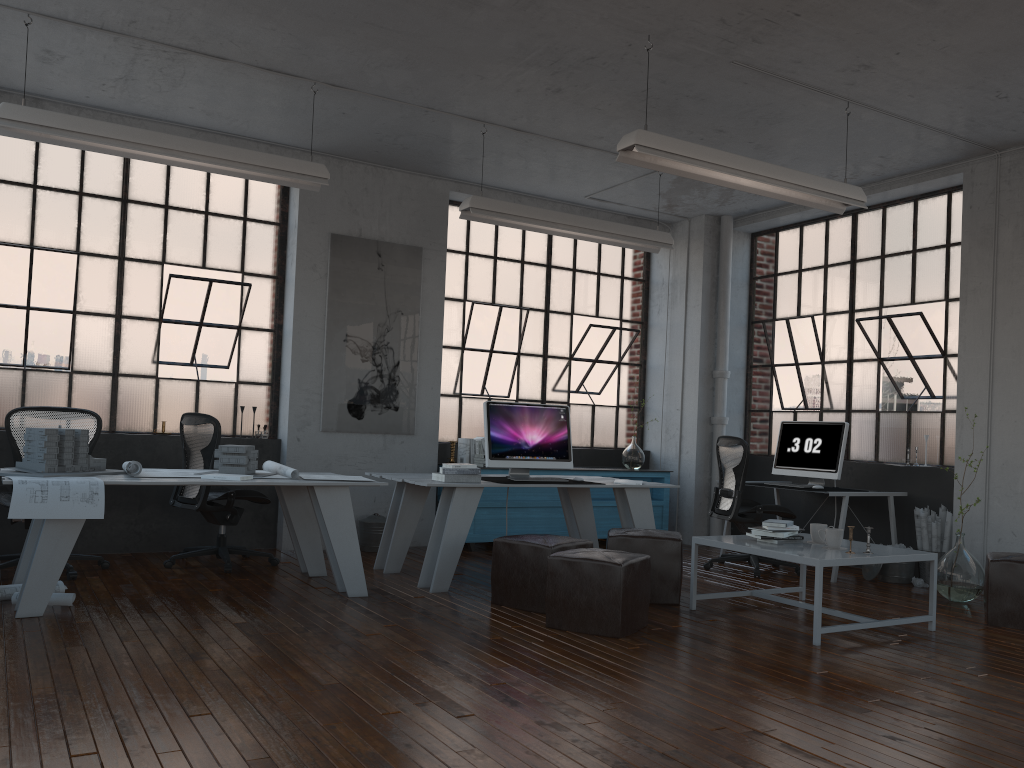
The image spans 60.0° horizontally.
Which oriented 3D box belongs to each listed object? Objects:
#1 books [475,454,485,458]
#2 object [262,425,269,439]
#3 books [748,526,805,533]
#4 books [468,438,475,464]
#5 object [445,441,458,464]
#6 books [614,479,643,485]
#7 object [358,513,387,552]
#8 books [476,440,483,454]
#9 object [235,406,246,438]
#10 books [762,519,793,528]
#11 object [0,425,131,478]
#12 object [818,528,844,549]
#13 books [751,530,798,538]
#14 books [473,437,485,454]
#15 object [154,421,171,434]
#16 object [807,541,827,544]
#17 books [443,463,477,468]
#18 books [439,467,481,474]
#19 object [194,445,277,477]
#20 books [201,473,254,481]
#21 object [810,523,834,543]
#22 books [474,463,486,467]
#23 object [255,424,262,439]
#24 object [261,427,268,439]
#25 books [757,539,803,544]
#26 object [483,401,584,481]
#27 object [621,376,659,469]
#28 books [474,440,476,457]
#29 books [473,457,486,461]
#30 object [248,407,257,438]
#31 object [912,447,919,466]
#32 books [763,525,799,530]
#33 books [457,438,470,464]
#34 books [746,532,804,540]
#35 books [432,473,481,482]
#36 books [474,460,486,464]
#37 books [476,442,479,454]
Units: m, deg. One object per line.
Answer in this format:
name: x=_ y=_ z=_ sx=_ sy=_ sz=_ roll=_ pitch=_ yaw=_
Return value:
books: x=-0.186 y=0.645 z=7.878 sx=0.240 sy=0.028 sz=0.191 roll=4 pitch=-3 yaw=-28
object: x=-2.026 y=0.392 z=7.280 sx=0.058 sy=0.117 sz=0.032 roll=3 pitch=-2 yaw=-16
books: x=1.598 y=0.877 z=5.360 sx=0.275 sy=0.014 sz=0.200 roll=4 pitch=-3 yaw=-30
books: x=-0.395 y=0.612 z=8.008 sx=0.053 sy=0.240 sz=0.172 roll=3 pitch=-2 yaw=-30
object: x=-0.537 y=0.612 z=8.001 sx=0.132 sy=0.236 sz=0.132 roll=2 pitch=-2 yaw=26
books: x=0.865 y=0.730 z=6.585 sx=0.205 sy=0.019 sz=0.244 roll=2 pitch=-3 yaw=10
object: x=-1.140 y=1.235 z=7.413 sx=0.292 sy=0.307 sz=0.293 roll=2 pitch=-2 yaw=-2
books: x=-0.315 y=0.623 z=8.056 sx=0.065 sy=0.224 sz=0.161 roll=3 pitch=-2 yaw=-30
object: x=-2.204 y=0.310 z=7.230 sx=0.085 sy=0.259 sz=0.085 roll=2 pitch=-2 yaw=23
books: x=1.596 y=0.837 z=5.325 sx=0.141 sy=0.026 sz=0.202 roll=1 pitch=-3 yaw=30
object: x=-2.562 y=0.360 z=5.051 sx=0.433 sy=0.305 sz=0.737 roll=2 pitch=-3 yaw=15
object: x=1.850 y=0.894 z=5.121 sx=0.129 sy=0.109 sz=0.101 roll=3 pitch=-2 yaw=-22
books: x=1.588 y=0.895 z=5.357 sx=0.200 sy=0.031 sz=0.272 roll=0 pitch=-4 yaw=35
books: x=-0.255 y=0.625 z=8.096 sx=0.170 sy=0.284 sz=0.176 roll=3 pitch=-2 yaw=-30
object: x=-2.718 y=0.341 z=6.915 sx=0.124 sy=0.100 sz=0.124 roll=3 pitch=-2 yaw=-8
object: x=1.867 y=0.963 z=5.394 sx=0.137 sy=0.003 sz=0.137 roll=3 pitch=-3 yaw=-9
books: x=-0.353 y=0.550 z=5.952 sx=0.185 sy=0.030 sz=0.153 roll=4 pitch=-3 yaw=-30
books: x=-0.348 y=0.581 z=5.937 sx=0.257 sy=0.044 sz=0.193 roll=3 pitch=-3 yaw=-10
object: x=-1.733 y=0.481 z=5.611 sx=0.416 sy=0.182 sz=0.389 roll=2 pitch=-3 yaw=0
books: x=-1.672 y=0.547 z=5.215 sx=0.235 sy=0.024 sz=0.200 roll=2 pitch=-3 yaw=6
object: x=1.879 y=0.910 z=5.401 sx=0.129 sy=0.109 sz=0.101 roll=3 pitch=-2 yaw=-22
books: x=-0.182 y=0.721 z=7.882 sx=0.259 sy=0.032 sz=0.191 roll=4 pitch=-3 yaw=-28
object: x=-2.090 y=0.390 z=7.308 sx=0.058 sy=0.117 sz=0.032 roll=2 pitch=-2 yaw=21
object: x=-2.052 y=0.402 z=7.350 sx=0.058 sy=0.102 sz=0.032 roll=2 pitch=-2 yaw=5
books: x=1.619 y=0.942 z=5.362 sx=0.218 sy=0.028 sz=0.171 roll=4 pitch=-3 yaw=-30
object: x=0.158 y=0.414 z=6.398 sx=0.714 sy=0.552 sz=0.377 roll=4 pitch=-2 yaw=-29
object: x=1.301 y=0.381 z=8.795 sx=0.434 sy=0.939 sz=0.232 roll=1 pitch=-2 yaw=41
books: x=-0.370 y=0.624 z=8.026 sx=0.045 sy=0.239 sz=0.152 roll=3 pitch=-2 yaw=-30
books: x=-0.181 y=0.671 z=7.884 sx=0.259 sy=0.023 sz=0.212 roll=4 pitch=-3 yaw=-30
object: x=-2.116 y=0.316 z=7.264 sx=0.085 sy=0.259 sz=0.085 roll=2 pitch=-2 yaw=23
object: x=3.322 y=0.596 z=7.281 sx=0.066 sy=0.160 sz=0.066 roll=2 pitch=-2 yaw=1
books: x=1.615 y=0.861 z=5.334 sx=0.184 sy=0.026 sz=0.125 roll=2 pitch=-3 yaw=0
books: x=-0.436 y=0.609 z=7.997 sx=0.032 sy=0.239 sz=0.172 roll=3 pitch=-2 yaw=-30
books: x=1.585 y=0.918 z=5.357 sx=0.274 sy=0.025 sz=0.210 roll=3 pitch=-3 yaw=-10
books: x=-0.374 y=0.628 z=5.949 sx=0.272 sy=0.050 sz=0.200 roll=4 pitch=-3 yaw=-30
books: x=-0.184 y=0.693 z=7.872 sx=0.242 sy=0.023 sz=0.191 roll=4 pitch=-4 yaw=-32
books: x=-0.350 y=0.641 z=8.042 sx=0.046 sy=0.224 sz=0.161 roll=3 pitch=-2 yaw=-30
